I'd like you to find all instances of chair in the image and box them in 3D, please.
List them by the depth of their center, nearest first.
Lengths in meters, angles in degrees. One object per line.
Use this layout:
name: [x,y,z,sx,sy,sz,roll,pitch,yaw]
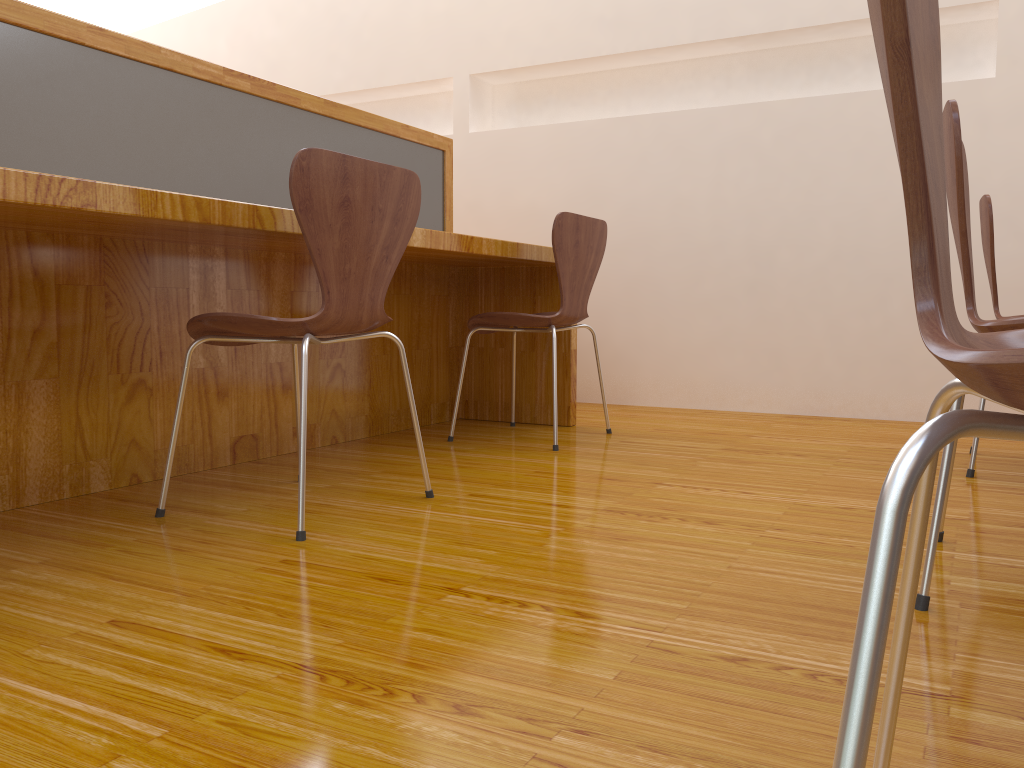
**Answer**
chair: [0.354,0.028,0.424,0.381,0.693,0.428,3,5,28]
chair: [0.815,-0.042,1.276,0.381,0.693,0.428,3,5,28]
chair: [-0.430,-0.087,1.792,0.381,0.693,0.428,3,5,28]
chair: [1.379,-0.121,2.240,0.381,0.693,0.428,3,5,28]
chair: [0.067,-0.169,2.792,0.381,0.693,0.428,3,5,28]

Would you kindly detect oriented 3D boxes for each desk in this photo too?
desk: [-1.083,-0.276,1.953,1.248,1.022,3.216,3,5,28]
